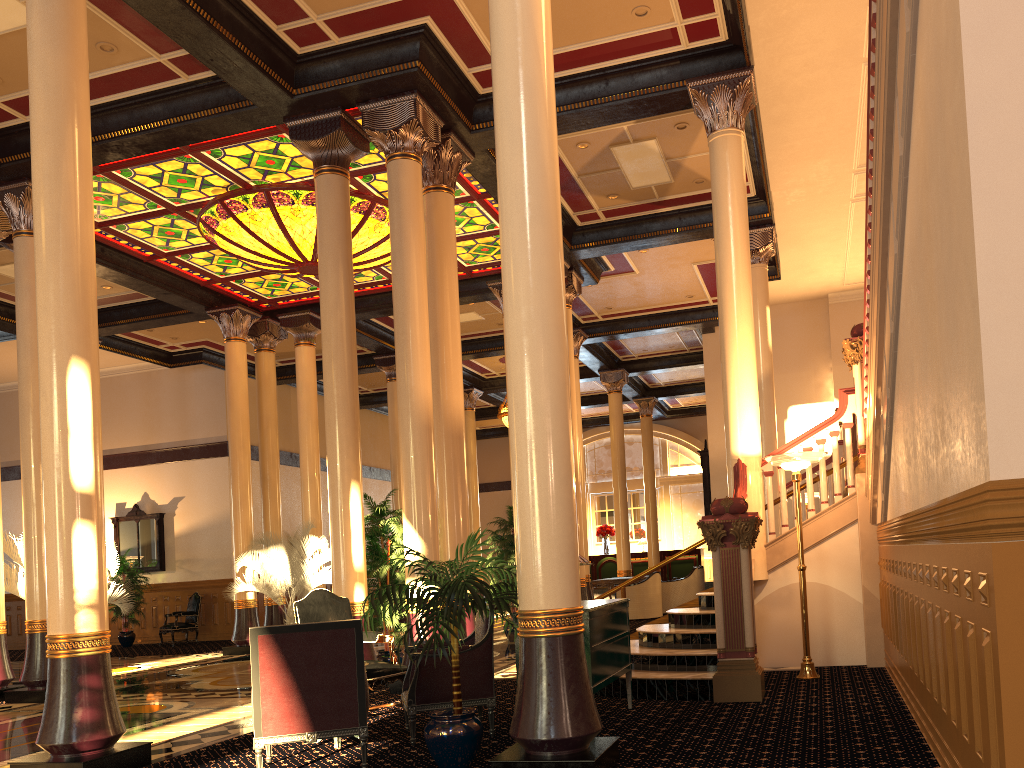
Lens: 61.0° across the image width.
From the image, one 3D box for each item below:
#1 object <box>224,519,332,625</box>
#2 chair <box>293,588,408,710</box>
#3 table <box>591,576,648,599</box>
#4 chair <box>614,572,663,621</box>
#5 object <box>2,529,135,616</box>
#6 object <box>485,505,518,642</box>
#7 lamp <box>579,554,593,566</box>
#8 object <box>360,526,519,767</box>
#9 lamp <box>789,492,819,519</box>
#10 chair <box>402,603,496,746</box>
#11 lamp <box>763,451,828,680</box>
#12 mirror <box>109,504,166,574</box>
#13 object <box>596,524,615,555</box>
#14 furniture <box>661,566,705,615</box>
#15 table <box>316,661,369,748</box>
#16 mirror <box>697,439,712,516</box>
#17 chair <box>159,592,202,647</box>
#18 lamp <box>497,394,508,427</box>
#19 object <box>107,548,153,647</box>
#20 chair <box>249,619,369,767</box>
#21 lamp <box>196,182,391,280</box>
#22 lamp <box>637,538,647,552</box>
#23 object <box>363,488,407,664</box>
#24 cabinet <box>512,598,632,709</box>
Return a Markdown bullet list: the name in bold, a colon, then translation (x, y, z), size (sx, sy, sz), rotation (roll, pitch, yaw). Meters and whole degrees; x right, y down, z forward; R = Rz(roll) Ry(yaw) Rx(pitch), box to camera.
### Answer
- **object**: translation (-3.615, 3.433, 14.974), size (1.786, 2.259, 2.139), rotation (-6, -7, 20)
- **chair**: translation (-1.366, 2.222, 7.164), size (0.723, 1.093, 0.767), rotation (-7, -6, 32)
- **table**: translation (2.412, 4.537, 18.593), size (1.086, 0.766, 1.689), rotation (-6, -10, 17)
- **chair**: translation (2.533, 4.144, 17.008), size (0.749, 0.907, 0.993), rotation (-8, -8, 37)
- **object**: translation (-5.378, 2.719, 11.020), size (2.039, 2.245, 1.846), rotation (-4, -6, 5)
- **object**: translation (-0.003, 2.979, 13.648), size (1.029, 2.139, 1.095), rotation (-4, -4, 6)
- **lamp**: translation (0.374, 1.333, 6.006), size (0.314, 0.417, 0.327), rotation (-5, -6, 14)
- **object**: translation (-0.339, 1.551, 5.113), size (1.028, 1.428, 1.101), rotation (1, -7, -44)
- **lamp**: translation (4.569, 2.699, 13.406), size (0.581, 2.002, 0.582), rotation (-4, -2, -1)
- **chair**: translation (-0.468, 2.064, 6.272), size (0.653, 0.915, 0.681), rotation (-2, -5, -13)
- **lamp**: translation (2.612, 1.648, 7.838), size (0.563, 2.002, 0.600), rotation (-5, -3, 35)
- **mirror**: translation (-8.394, 3.458, 19.496), size (1.361, 1.546, 0.204), rotation (-5, -2, 16)
- **object**: translation (2.563, 0.288, 13.486), size (0.670, 4.242, 30.381), rotation (-4, -12, 1)
- **furniture**: translation (3.713, 4.435, 18.822), size (0.793, 0.936, 2.240), rotation (-6, -10, 18)
- **table**: translation (-1.256, 2.285, 6.209), size (0.497, 0.553, 0.470), rotation (0, -7, -32)
- **mirror**: translation (4.408, 2.225, 19.419), size (0.251, 1.974, 1.831), rotation (-4, -6, 19)
- **chair**: translation (-7.011, 4.964, 18.369), size (0.717, 1.093, 0.773), rotation (-8, -7, 42)
- **lamp**: translation (0.209, 0.378, 21.066), size (1.174, 1.896, 1.217), rotation (-5, -5, 12)
- **object**: translation (-8.347, 4.610, 18.772), size (1.107, 2.140, 1.017), rotation (-2, -4, -24)
- **chair**: translation (-1.240, 1.931, 5.402), size (0.693, 0.915, 0.641), rotation (-2, -5, -13)
- **lamp**: translation (-2.841, -1.915, 12.340), size (2.945, 0.597, 3.097), rotation (-7, -12, 15)
- **lamp**: translation (4.177, 5.124, 27.631), size (0.436, 0.441, 0.416), rotation (0, -7, -28)
- **object**: translation (-1.380, 2.221, 9.662), size (1.107, 2.140, 1.017), rotation (-2, -4, -24)
- **cabinet**: translation (0.483, 2.039, 6.321), size (0.540, 0.858, 1.298), rotation (-5, -9, 18)
